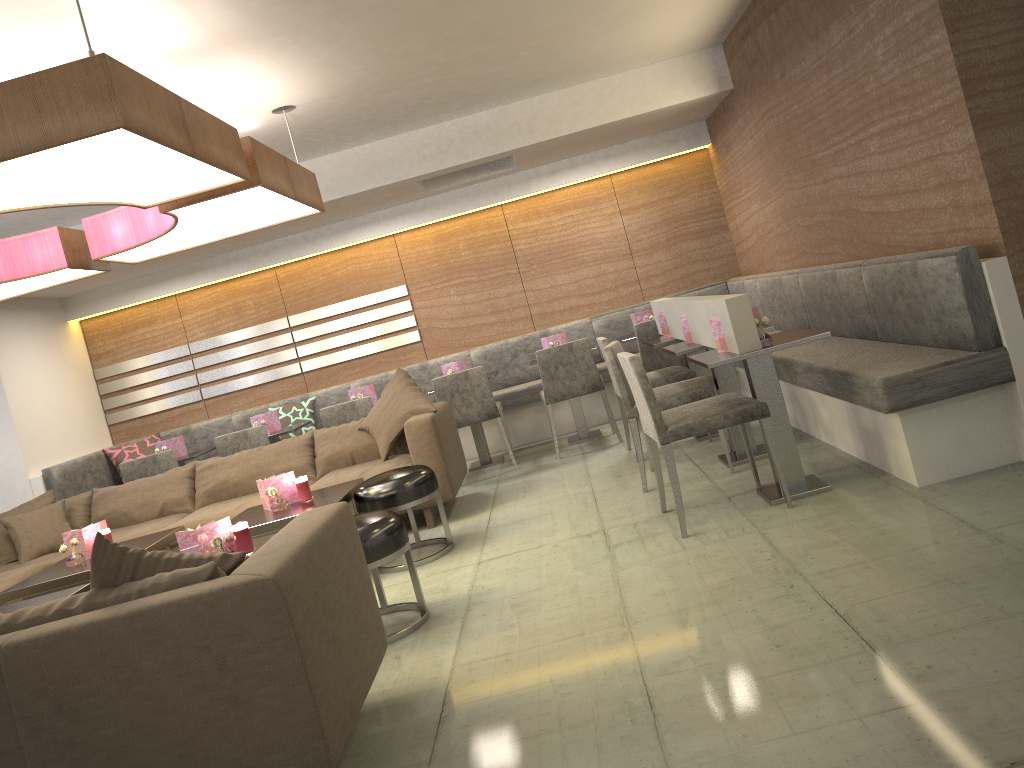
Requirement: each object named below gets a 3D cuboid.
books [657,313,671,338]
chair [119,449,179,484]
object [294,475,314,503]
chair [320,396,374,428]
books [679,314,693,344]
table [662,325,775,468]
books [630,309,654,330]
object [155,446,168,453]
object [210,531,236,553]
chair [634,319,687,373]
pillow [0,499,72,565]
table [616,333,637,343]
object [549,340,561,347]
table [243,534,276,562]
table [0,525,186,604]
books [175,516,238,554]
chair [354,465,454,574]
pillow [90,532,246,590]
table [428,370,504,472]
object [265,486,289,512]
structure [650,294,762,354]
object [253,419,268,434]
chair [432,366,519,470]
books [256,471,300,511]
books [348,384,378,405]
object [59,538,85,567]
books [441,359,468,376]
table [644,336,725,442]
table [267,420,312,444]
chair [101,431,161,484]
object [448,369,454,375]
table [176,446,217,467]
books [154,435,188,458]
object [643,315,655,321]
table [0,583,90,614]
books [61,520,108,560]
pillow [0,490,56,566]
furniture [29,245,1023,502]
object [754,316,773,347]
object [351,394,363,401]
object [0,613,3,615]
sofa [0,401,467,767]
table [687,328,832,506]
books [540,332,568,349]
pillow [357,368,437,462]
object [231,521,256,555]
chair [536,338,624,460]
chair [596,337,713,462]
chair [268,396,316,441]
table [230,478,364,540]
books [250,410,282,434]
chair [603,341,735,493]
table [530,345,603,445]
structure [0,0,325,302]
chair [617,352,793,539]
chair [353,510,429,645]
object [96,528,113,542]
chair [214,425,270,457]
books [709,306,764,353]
[{"bbox_3d":[1.024,-0.385,5.577,0.156,0.164,0.144,-14,2,18],"label":"books"},{"bbox_3d":[-2.496,0.862,6.438,0.478,0.761,0.492,-15,1,-5],"label":"chair"},{"bbox_3d":[-1.056,0.531,4.479,0.076,0.128,0.075,-16,2,-35],"label":"object"},{"bbox_3d":[-1.050,0.474,6.391,0.476,0.761,0.494,-15,1,5],"label":"chair"},{"bbox_3d":[1.018,-0.314,4.715,0.159,0.164,0.142,-17,2,-32],"label":"books"},{"bbox_3d":[1.154,0.071,4.659,0.505,0.654,0.507,-15,2,3],"label":"table"},{"bbox_3d":[1.010,-0.475,6.735,0.157,0.164,0.143,-15,2,-2],"label":"books"},{"bbox_3d":[-2.641,0.534,6.696,0.093,0.125,0.108,-13,3,45],"label":"object"},{"bbox_3d":[-1.094,0.627,3.447,0.094,0.125,0.196,-14,3,34],"label":"object"},{"bbox_3d":[1.117,-0.110,6.330,0.477,0.761,0.493,-15,1,0],"label":"chair"},{"bbox_3d":[-2.825,0.901,5.328,0.384,0.322,0.233,-18,3,-42],"label":"pillow"},{"bbox_3d":[1.135,-0.085,6.637,0.505,0.654,0.507,-15,2,3],"label":"table"},{"bbox_3d":[0.335,-0.265,6.582,0.105,0.125,0.094,-14,2,34],"label":"object"},{"bbox_3d":[-1.112,0.908,3.459,0.657,0.411,0.660,-15,3,3],"label":"table"},{"bbox_3d":[-2.059,1.081,4.497,0.657,0.411,0.660,-15,3,3],"label":"table"},{"bbox_3d":[-1.213,0.638,3.523,0.141,0.164,0.159,-14,3,38],"label":"books"},{"bbox_3d":[-0.552,0.656,4.453,0.425,0.450,0.421,-16,2,-16],"label":"chair"},{"bbox_3d":[-0.969,0.553,2.408,0.533,0.404,0.279,-16,2,-9],"label":"pillow"},{"bbox_3d":[-0.275,0.294,6.690,0.505,0.654,0.507,-15,2,3],"label":"table"},{"bbox_3d":[-1.174,0.568,4.424,0.096,0.129,0.105,-16,2,-37],"label":"object"},{"bbox_3d":[0.983,-0.355,4.836,0.094,0.231,2.497,-15,4,3],"label":"structure"},{"bbox_3d":[-1.902,0.335,6.676,0.091,0.125,0.111,-14,2,35],"label":"object"},{"bbox_3d":[-0.287,0.270,6.356,0.477,0.761,0.492,-15,1,-1],"label":"chair"},{"bbox_3d":[-1.206,0.552,4.569,0.159,0.164,0.142,-17,2,-32],"label":"books"},{"bbox_3d":[-1.147,0.104,6.807,0.159,0.164,0.142,-17,2,-32],"label":"books"},{"bbox_3d":[-2.213,0.847,4.444,0.103,0.132,0.091,-16,2,-32],"label":"object"},{"bbox_3d":[-0.428,-0.089,6.781,0.142,0.164,0.159,-14,2,23],"label":"books"},{"bbox_3d":[1.183,-0.007,5.516,0.505,0.654,0.507,-15,2,3],"label":"table"},{"bbox_3d":[-1.753,0.690,6.745,0.505,0.654,0.507,-15,2,3],"label":"table"},{"bbox_3d":[-3.046,0.654,7.303,0.497,0.427,0.292,-18,3,-44],"label":"chair"},{"bbox_3d":[-0.426,-0.061,6.618,0.095,0.125,0.105,-15,2,3],"label":"object"},{"bbox_3d":[-2.492,0.889,6.773,0.505,0.654,0.507,-15,2,3],"label":"table"},{"bbox_3d":[-2.645,0.506,6.863,0.142,0.164,0.159,-14,2,23],"label":"books"},{"bbox_3d":[1.015,-0.448,6.561,0.100,0.125,0.097,-16,2,-27],"label":"object"},{"bbox_3d":[-2.093,1.172,3.496,0.657,0.411,0.660,-15,3,3],"label":"table"},{"bbox_3d":[-2.212,0.821,4.609,0.142,0.164,0.159,-14,2,23],"label":"books"},{"bbox_3d":[-3.001,0.909,5.446,0.531,0.394,0.289,-17,2,-29],"label":"pillow"},{"bbox_3d":[-0.726,0.409,5.499,5.641,0.852,4.272,-15,4,2],"label":"furniture"},{"bbox_3d":[1.028,-0.217,3.677,0.100,0.125,0.100,-17,2,-43],"label":"object"},{"bbox_3d":[-1.154,0.135,6.642,0.095,0.125,0.101,-16,2,-33],"label":"object"},{"bbox_3d":[-2.120,0.892,3.581,0.076,0.128,0.075,-16,1,-25],"label":"object"},{"bbox_3d":[-1.928,0.954,3.965,3.176,0.675,3.780,-15,4,3],"label":"sofa"},{"bbox_3d":[1.124,0.148,3.802,0.505,0.654,0.507,-15,2,3],"label":"table"},{"bbox_3d":[0.333,-0.293,6.752,0.158,0.164,0.142,-16,2,-17],"label":"books"},{"bbox_3d":[-0.696,0.172,5.359,0.617,0.512,0.301,-14,1,16],"label":"pillow"},{"bbox_3d":[-1.070,0.613,3.514,0.076,0.128,0.075,-16,2,-35],"label":"object"},{"bbox_3d":[0.444,0.075,6.309,0.476,0.761,0.493,-15,1,2],"label":"chair"},{"bbox_3d":[0.875,0.022,5.519,0.492,0.761,0.478,-15,1,1],"label":"chair"},{"bbox_3d":[-1.823,0.346,7.416,0.426,0.395,0.219,-15,1,3],"label":"chair"},{"bbox_3d":[-1.078,0.818,4.461,0.657,0.411,0.660,-15,3,3],"label":"table"},{"bbox_3d":[-1.902,0.307,6.836,0.142,0.164,0.159,-14,2,23],"label":"books"},{"bbox_3d":[0.839,0.101,4.670,0.490,0.761,0.480,-15,1,15],"label":"chair"},{"bbox_3d":[0.464,0.095,6.663,0.505,0.654,0.507,-15,2,3],"label":"table"},{"bbox_3d":[-2.360,-0.856,3.867,2.444,0.618,2.451,-15,4,3],"label":"structure"},{"bbox_3d":[0.808,0.179,3.807,0.492,0.761,0.477,-15,1,0],"label":"chair"},{"bbox_3d":[-0.586,0.746,3.454,0.423,0.450,0.423,-15,2,-1],"label":"chair"},{"bbox_3d":[-2.077,0.804,4.523,0.076,0.128,0.075,-16,1,-25],"label":"object"},{"bbox_3d":[-1.788,0.671,6.425,0.475,0.761,0.494,-15,1,9],"label":"chair"},{"bbox_3d":[0.980,-0.232,3.840,0.159,0.164,0.142,-16,2,-27],"label":"books"}]
